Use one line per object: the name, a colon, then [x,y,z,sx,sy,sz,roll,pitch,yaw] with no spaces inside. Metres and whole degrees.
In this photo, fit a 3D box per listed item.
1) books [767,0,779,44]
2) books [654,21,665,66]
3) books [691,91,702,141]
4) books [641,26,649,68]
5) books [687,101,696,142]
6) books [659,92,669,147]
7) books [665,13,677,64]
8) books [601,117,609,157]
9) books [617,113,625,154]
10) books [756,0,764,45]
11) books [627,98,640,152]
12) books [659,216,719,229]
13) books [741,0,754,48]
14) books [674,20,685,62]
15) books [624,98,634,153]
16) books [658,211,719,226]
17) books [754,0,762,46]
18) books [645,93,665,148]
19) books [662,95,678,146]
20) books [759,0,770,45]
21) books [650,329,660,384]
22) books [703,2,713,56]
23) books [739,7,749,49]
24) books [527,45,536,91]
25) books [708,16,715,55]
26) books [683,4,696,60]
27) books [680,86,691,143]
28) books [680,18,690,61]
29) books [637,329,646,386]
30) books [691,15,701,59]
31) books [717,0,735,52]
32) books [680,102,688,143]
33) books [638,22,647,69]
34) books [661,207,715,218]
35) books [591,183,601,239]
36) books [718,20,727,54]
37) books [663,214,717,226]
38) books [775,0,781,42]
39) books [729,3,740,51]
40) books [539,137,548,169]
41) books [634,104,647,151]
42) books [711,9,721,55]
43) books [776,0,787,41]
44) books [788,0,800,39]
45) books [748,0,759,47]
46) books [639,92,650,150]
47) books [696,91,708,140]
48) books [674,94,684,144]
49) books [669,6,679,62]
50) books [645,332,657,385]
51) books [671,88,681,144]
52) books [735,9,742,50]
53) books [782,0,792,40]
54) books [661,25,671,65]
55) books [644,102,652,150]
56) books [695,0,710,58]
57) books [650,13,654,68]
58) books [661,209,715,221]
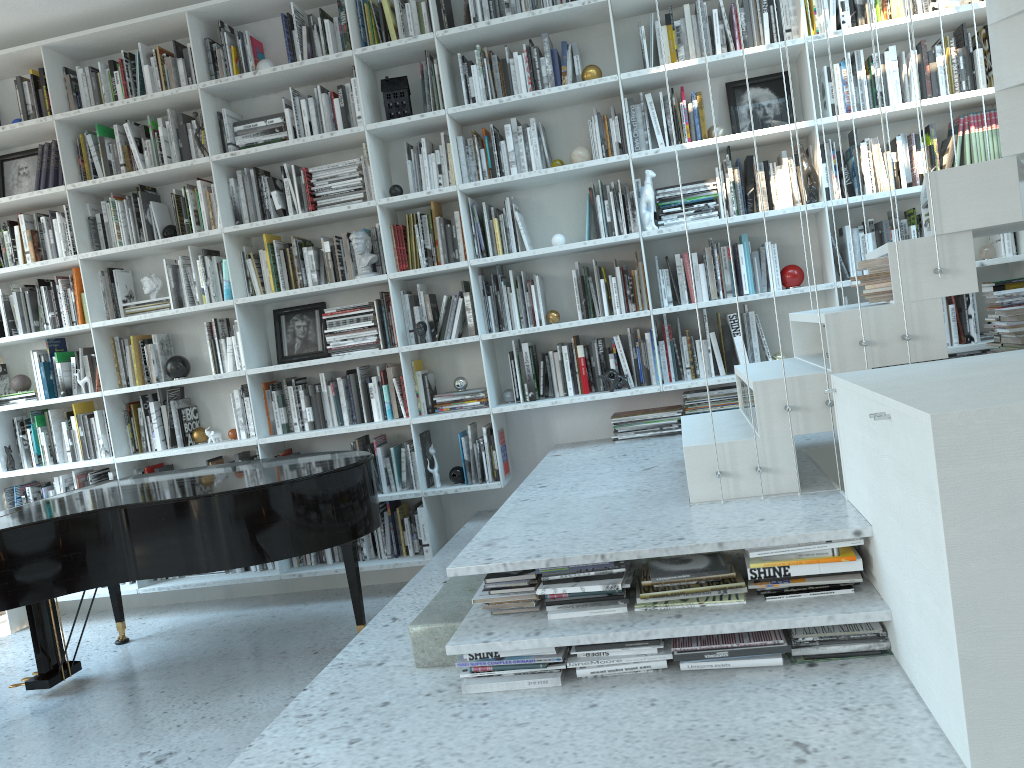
books: [1.223,-1.674,4.178,0.030,0.241,0.162,-8,4,11]
books: [0.720,-1.611,4.292,0.026,0.251,0.130,-8,4,11]
books: [0.892,-1.265,4.282,0.021,0.253,0.166,-8,4,11]
books: [0.650,-1.593,4.297,0.013,0.237,0.141,-8,4,11]
books: [0.869,-1.242,4.289,0.033,0.213,0.152,-8,4,11]
books: [0.744,-1.262,4.322,0.012,0.285,0.159,-8,4,11]
books: [0.766,-1.621,4.264,0.026,0.261,0.167,-8,4,11]
books: [0.467,-1.196,4.392,0.011,0.228,0.131,-8,4,11]
books: [0.544,-1.202,4.360,0.013,0.221,0.155,-8,4,11]
books: [1.168,-1.670,4.190,0.011,0.249,0.151,-8,4,11]
books: [0.603,-1.242,4.352,0.031,0.284,0.136,-8,4,11]
books: [0.868,-0.781,4.335,0.285,0.012,0.159,-8,3,15]
books: [1.116,-1.671,4.202,0.023,0.264,0.156,-8,4,11]
books: [0.808,-1.609,4.266,0.030,0.224,0.157,-8,4,11]
books: [0.579,-1.238,4.341,0.012,0.285,0.159,-8,4,11]
books: [0.864,-0.805,4.331,0.285,0.012,0.159,-8,3,16]
books: [1.158,-1.670,4.206,0.014,0.249,0.162,-8,4,11]
books: [0.702,-1.257,4.323,0.065,0.289,0.145,-8,4,11]
books: [0.774,-1.258,4.327,0.043,0.269,0.131,-8,4,11]
books: [1.187,-1.684,4.176,0.036,0.272,0.177,-8,4,11]
books: [0.718,-0.140,4.416,0.025,0.272,0.171,-8,4,11]
books: [0.938,-1.658,4.249,0.012,0.285,0.159,-8,4,11]
books: [1.092,-1.644,4.200,0.031,0.217,0.165,-8,4,11]
books: [0.107,-1.538,4.429,0.010,0.272,0.120,-8,4,11]
books: [0.955,-1.628,4.245,0.013,0.221,0.145,-8,4,11]
books: [0.853,-1.647,4.247,0.026,0.288,0.156,-8,4,11]
books: [0.840,-1.274,4.287,0.014,0.285,0.175,-8,4,11]
books: [0.836,-1.619,4.274,0.024,0.236,0.146,-8,4,11]
books: [0.654,-0.138,4.452,0.012,0.282,0.143,-8,4,11]
books: [0.882,-1.626,4.254,0.025,0.238,0.142,-8,4,11]
books: [1.025,-1.668,4.227,0.048,0.283,0.162,-8,4,11]
books: [0.830,-1.233,4.281,0.013,0.207,0.189,-8,4,11]
books: [0.637,-1.601,4.301,0.012,0.254,0.160,-8,4,11]
books: [0.862,-0.830,4.336,0.254,0.012,0.160,-8,3,13]
books: [0.428,-0.850,4.423,0.016,0.290,0.135,-8,4,11]
books: [1.009,-1.623,4.254,0.027,0.196,0.130,-8,4,11]
books: [0.866,-0.793,4.334,0.254,0.012,0.160,-8,3,7]
books: [1.247,-1.681,4.191,0.014,0.246,0.142,-8,4,11]
books: [1.054,-1.649,4.199,0.014,0.240,0.189,-8,4,11]
books: [0.164,-1.134,4.454,0.015,0.189,0.103,-8,4,11]
books: [0.636,-1.231,4.355,0.030,0.254,0.128,-8,4,11]
books: [0.970,-1.633,4.213,0.030,0.230,0.186,-8,4,11]
books: [1.264,-1.676,4.180,0.022,0.234,0.158,-8,4,11]
books: [1.311,-1.698,4.163,0.031,0.265,0.169,-8,4,11]
books: [1.133,-1.688,4.184,0.022,0.295,0.180,-8,4,11]
books: [0.652,-1.257,4.336,0.015,0.301,0.140,-8,4,11]
books: [0.914,-1.263,4.268,0.026,0.244,0.177,-8,4,11]
books: [0.815,-1.262,4.309,0.020,0.267,0.152,-8,4,11]
books: [0.783,-1.642,4.267,0.011,0.296,0.162,-8,4,11]
books: [0.694,-0.130,4.421,0.026,0.258,0.156,-8,4,11]
books: [0.795,-1.269,4.298,0.012,0.287,0.176,-8,4,11]
books: [1.072,-1.641,4.214,0.013,0.216,0.177,-8,4,11]
books: [1.283,-1.704,4.170,0.026,0.284,0.147,-8,4,11]
books: [0.744,-1.591,4.266,0.025,0.208,0.175,-8,4,11]
books: [0.666,-1.232,4.327,0.011,0.248,0.155,-8,4,11]
books: [0.899,-1.639,4.196,0.032,0.265,0.245,-8,4,11]
books: [0.678,-1.620,4.290,0.052,0.282,0.166,-8,4,11]
books: [0.863,-0.817,4.333,0.254,0.012,0.160,-8,3,15]
